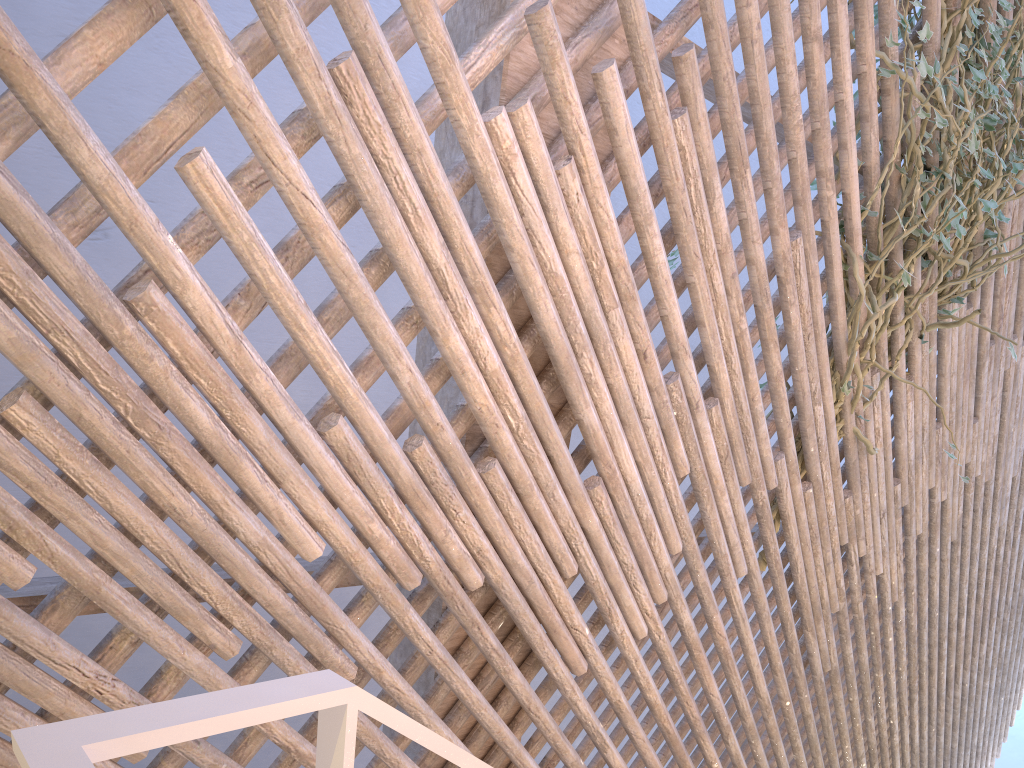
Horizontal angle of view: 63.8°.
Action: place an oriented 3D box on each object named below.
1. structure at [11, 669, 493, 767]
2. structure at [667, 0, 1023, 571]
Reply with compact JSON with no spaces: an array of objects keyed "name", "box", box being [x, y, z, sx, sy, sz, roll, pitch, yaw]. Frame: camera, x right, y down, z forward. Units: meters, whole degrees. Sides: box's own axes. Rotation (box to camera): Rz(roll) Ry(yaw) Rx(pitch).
[{"name":"structure","box":[0.343,1.202,1.252,1.921,2.149,1.092,-4,20,-44]},{"name":"structure","box":[1.225,-0.896,1.953,2.300,2.980,0.683,-5,23,-44]}]
